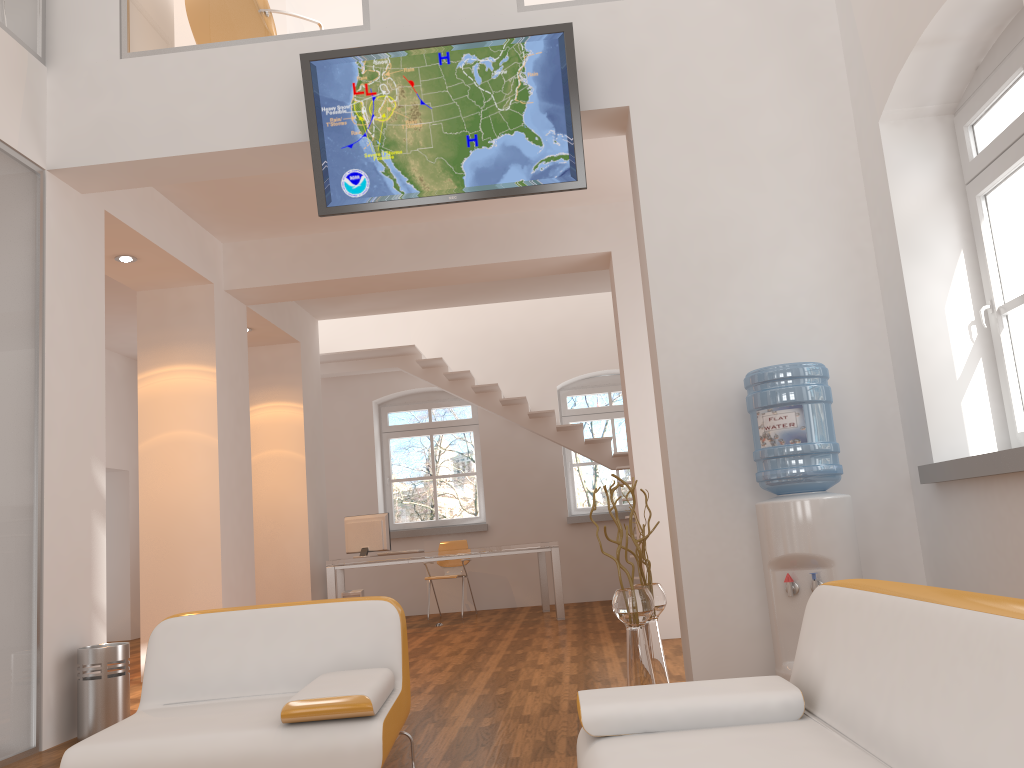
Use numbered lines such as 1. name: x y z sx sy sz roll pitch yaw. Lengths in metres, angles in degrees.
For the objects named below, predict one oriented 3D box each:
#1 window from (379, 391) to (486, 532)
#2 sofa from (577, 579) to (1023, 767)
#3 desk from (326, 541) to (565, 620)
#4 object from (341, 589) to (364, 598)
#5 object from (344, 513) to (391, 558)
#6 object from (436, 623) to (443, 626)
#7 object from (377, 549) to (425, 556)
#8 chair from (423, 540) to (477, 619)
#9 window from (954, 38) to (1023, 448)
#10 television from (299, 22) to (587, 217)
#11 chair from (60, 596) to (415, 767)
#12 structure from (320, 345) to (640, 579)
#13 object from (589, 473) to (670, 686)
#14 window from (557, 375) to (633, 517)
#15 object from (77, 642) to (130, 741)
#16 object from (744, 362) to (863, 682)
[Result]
1. window: -1.002 0.957 11.198 1.308 1.737 0.142 -5 -10 3
2. sofa: 0.533 0.715 1.407 0.825 0.661 2.010 -5 -10 2
3. desk: -0.681 2.071 9.014 2.239 0.750 1.092 -4 -10 -7
4. object: -1.623 2.342 9.114 0.200 0.422 0.474 -4 -10 -7
5. object: -1.491 1.527 8.913 0.516 0.418 0.245 -11 -11 33
6. object: -0.739 2.449 9.017 0.054 0.035 0.115 -7 -10 13
7. object: -1.163 1.759 9.278 0.467 0.031 0.200 -7 -10 13
8. chair: -0.709 2.187 9.962 0.495 0.829 0.464 -8 -10 18
9. window: 2.095 -0.572 3.392 0.142 1.627 1.302 -5 -10 3
10. television: -0.348 -1.336 4.522 1.388 0.803 0.266 -5 -10 3
11. chair: -0.831 1.084 2.911 0.923 0.661 0.825 -4 -10 -2
12. structure: -0.119 0.871 9.040 4.630 3.042 3.450 -5 -10 3
13. object: 0.646 1.006 4.501 0.284 1.112 0.655 -9 -11 24
14. window: 1.277 0.745 11.066 1.308 1.737 0.142 -5 -10 3
15. object: -2.116 1.588 4.599 0.248 0.450 0.248 4 -13 -42
16. object: 1.316 0.665 3.959 0.436 1.490 0.436 -3 -10 -11
